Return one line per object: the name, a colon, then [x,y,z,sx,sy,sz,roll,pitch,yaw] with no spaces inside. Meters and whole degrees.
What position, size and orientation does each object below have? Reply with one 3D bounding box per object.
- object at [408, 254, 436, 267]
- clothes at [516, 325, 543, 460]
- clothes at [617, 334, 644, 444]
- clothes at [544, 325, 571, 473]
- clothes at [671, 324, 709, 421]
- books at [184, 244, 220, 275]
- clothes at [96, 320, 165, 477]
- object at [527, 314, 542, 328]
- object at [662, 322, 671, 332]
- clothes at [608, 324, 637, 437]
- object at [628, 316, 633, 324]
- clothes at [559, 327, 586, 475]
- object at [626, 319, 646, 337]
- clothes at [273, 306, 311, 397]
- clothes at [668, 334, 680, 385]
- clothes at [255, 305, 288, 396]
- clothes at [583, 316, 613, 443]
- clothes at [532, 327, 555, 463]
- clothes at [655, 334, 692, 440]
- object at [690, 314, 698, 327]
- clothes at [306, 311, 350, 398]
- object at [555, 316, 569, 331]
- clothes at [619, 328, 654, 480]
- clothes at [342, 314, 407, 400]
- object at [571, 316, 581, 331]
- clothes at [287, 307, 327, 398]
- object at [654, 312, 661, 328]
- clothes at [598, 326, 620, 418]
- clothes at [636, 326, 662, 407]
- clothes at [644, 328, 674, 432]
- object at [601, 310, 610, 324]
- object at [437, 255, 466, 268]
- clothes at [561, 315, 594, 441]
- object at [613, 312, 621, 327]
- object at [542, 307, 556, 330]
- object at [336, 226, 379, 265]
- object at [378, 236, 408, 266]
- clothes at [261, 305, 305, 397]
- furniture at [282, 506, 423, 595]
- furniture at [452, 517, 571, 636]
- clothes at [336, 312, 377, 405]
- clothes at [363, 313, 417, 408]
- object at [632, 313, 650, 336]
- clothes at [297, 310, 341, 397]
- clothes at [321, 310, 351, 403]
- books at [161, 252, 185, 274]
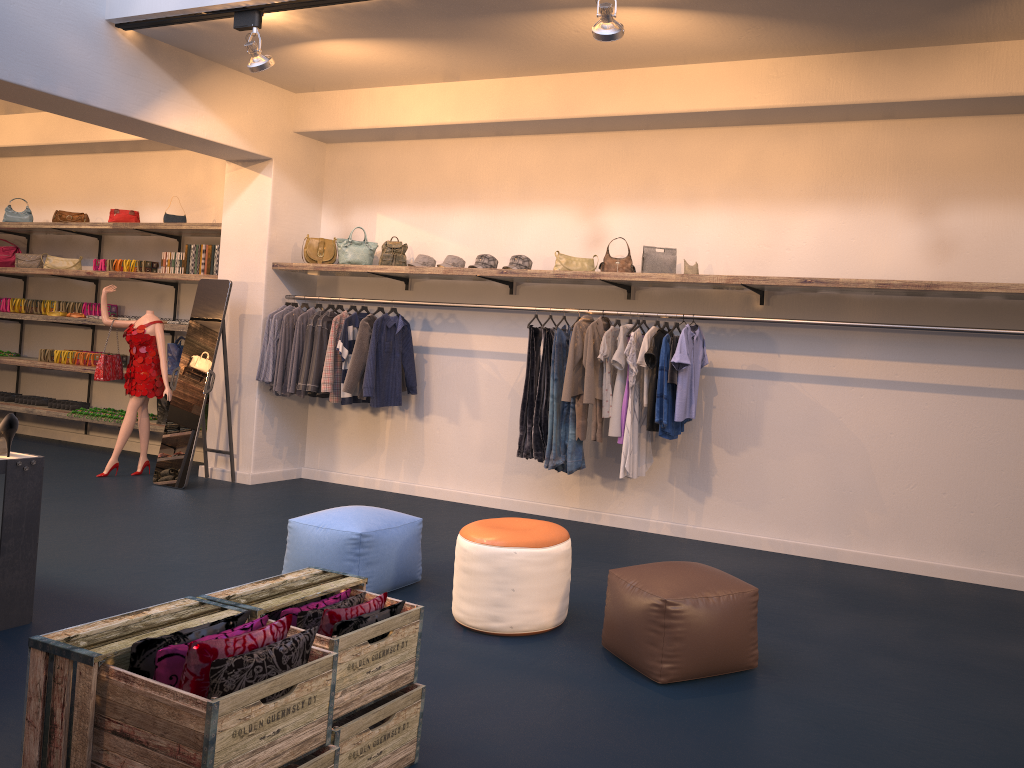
object: [-0.761,-1.036,7.344,0.255,0.125,0.172,3,1,-26]
clothes: [0.139,0.065,6.753,0.138,1.050,0.244,3,-2,29]
clothes: [0.902,0.066,6.419,0.086,0.878,0.352,3,-1,32]
clothes: [0.359,0.110,6.607,0.153,1.139,0.235,4,-2,10]
clothes: [1.291,-0.085,6.248,0.116,0.701,0.582,3,0,29]
books: [-2.795,-1.167,8.270,0.602,0.289,0.253,5,0,24]
clothes: [-3.281,0.116,7.653,0.335,1.388,0.476,4,-1,16]
object: [0.189,-0.517,6.779,0.013,0.177,0.248,3,1,30]
object: [1.125,-0.412,6.344,0.009,0.220,0.460,3,1,32]
clothes: [0.859,-0.029,6.440,0.131,0.833,0.548,3,-1,33]
object: [0.879,-0.444,6.454,0.011,0.198,0.321,3,1,31]
clothes: [0.460,0.115,6.651,0.216,1.139,0.221,3,-2,35]
object: [0.934,-0.440,6.435,0.013,0.198,0.385,3,1,31]
clothes: [-1.855,-0.291,7.707,0.178,0.803,0.558,3,-1,26]
clothes: [1.195,-0.166,6.269,0.129,0.372,0.485,3,1,29]
clothes: [-2.052,-0.299,7.756,0.114,0.816,0.576,3,-1,30]
clothes: [0.652,-0.037,6.533,0.173,0.949,0.550,3,-1,26]
clothes: [0.279,0.081,6.705,0.138,1.050,0.244,3,-2,29]
clothes: [1.185,0.021,6.295,0.117,0.771,0.519,3,-1,29]
object: [1.306,-0.415,6.260,0.016,0.179,0.433,3,1,32]
clothes: [-1.510,-0.252,7.535,0.120,0.755,0.702,3,0,32]
object: [0.402,-0.498,6.681,0.013,0.177,0.248,3,1,30]
clothes: [0.953,0.145,6.397,0.122,1.112,0.531,3,-1,29]
clothes: [-1.150,-0.225,7.389,0.162,0.736,0.747,3,0,29]
object: [0.513,-0.488,6.630,0.013,0.177,0.248,3,1,30]
clothes: [-1.718,-0.279,7.644,0.178,0.803,0.558,3,-1,26]
object: [1.066,-0.428,6.370,0.008,0.198,0.414,3,1,31]
clothes: [0.785,-0.087,6.475,0.109,0.687,0.584,3,0,30]
clothes: [1.051,-0.129,6.363,0.073,0.587,0.554,3,0,30]
clothes: [1.093,-0.032,6.330,0.129,0.753,0.600,3,-1,33]
object: [0.685,-0.470,6.543,0.016,0.179,0.433,3,1,32]
object: [-0.506,-1.013,7.225,0.255,0.125,0.172,3,1,-26]
clothes: [0.560,-0.046,6.581,0.173,0.949,0.550,3,-1,26]
object: [0.791,-0.441,6.498,0.009,0.220,0.459,3,1,31]
object: [0.300,-0.507,6.728,0.013,0.177,0.248,3,1,30]
object: [-1.376,-1.217,7.718,0.393,0.367,0.164,4,-1,-27]
object: [-1.059,-1.142,7.542,0.265,0.284,0.341,4,1,-45]
clothes: [-1.995,-0.294,7.729,0.114,0.816,0.576,3,-1,30]
furniture: [-0.865,0.897,4.802,0.608,0.423,0.689,5,2,27]
furniture: [0.005,0.947,4.373,0.540,0.481,0.620,4,1,31]
clothes: [-1.297,-0.221,7.450,0.115,0.796,0.603,3,-1,32]
clothes: [-1.015,-0.204,7.325,0.164,0.798,0.718,3,0,30]
object: [0.974,-0.446,6.417,0.013,0.177,0.385,3,1,31]
clothes: [-1.594,-0.260,7.574,0.120,0.755,0.702,3,0,32]
clothes: [-1.389,-0.238,7.496,0.164,0.798,0.718,3,0,30]
books: [-3.219,-1.163,8.427,0.298,0.210,0.191,5,0,27]
